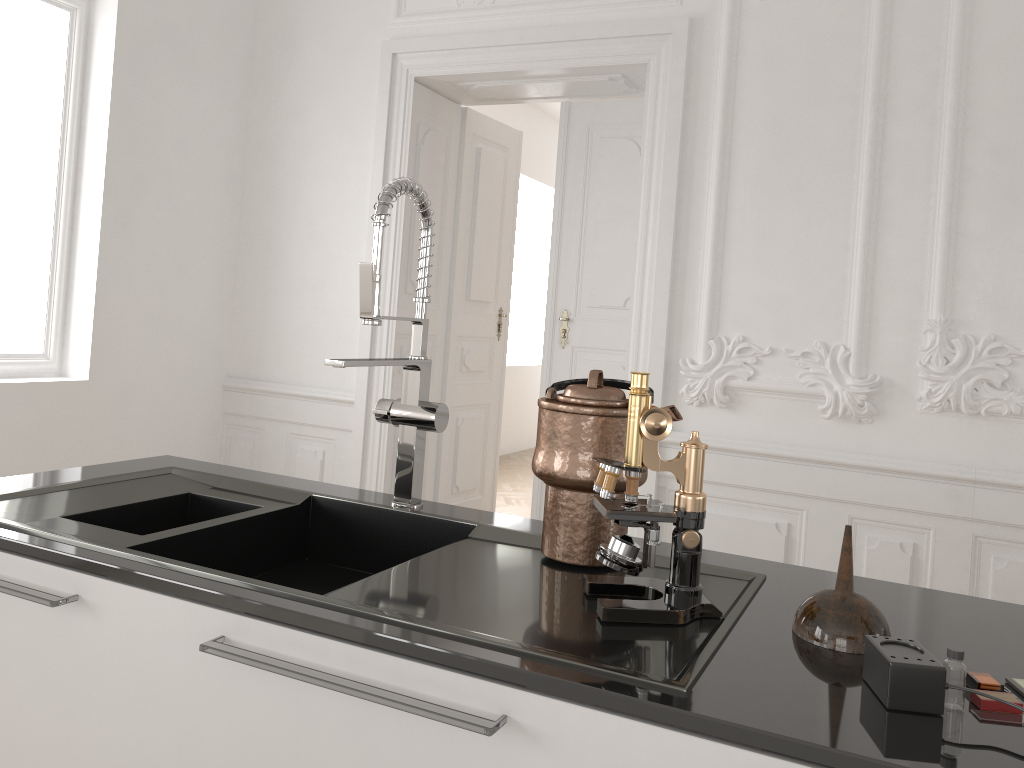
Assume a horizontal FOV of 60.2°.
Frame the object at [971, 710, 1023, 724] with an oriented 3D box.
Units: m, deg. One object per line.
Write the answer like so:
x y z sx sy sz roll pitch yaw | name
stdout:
0.473 0.318 0.843 0.060 0.001 0.020 5 4 5 | object

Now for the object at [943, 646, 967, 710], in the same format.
0.431 0.286 0.862 0.017 0.056 0.017 4 0 5 | object

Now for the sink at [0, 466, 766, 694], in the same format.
-0.263 0.299 1.310 1.168 0.140 0.485 6 4 25 | sink

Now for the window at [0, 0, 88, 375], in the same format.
-2.367 -0.887 3.306 0.071 1.740 1.723 4 1 25 | window

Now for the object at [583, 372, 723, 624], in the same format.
0.182 0.133 1.111 0.169 0.291 0.132 4 0 -5 | object

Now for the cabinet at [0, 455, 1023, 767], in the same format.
-0.238 0.757 0.176 2.468 0.881 2.705 6 4 25 | cabinet

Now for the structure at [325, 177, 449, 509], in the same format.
-0.221 -0.067 1.500 0.131 0.582 0.279 4 0 25 | structure

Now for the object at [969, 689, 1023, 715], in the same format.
0.475 0.312 0.869 0.039 0.011 0.026 5 3 5 | object

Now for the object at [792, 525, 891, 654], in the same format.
0.394 0.233 1.048 0.111 0.132 0.110 5 2 30 | object

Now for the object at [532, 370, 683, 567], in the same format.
0.126 0.119 1.331 0.186 0.280 0.208 4 1 -25 | object

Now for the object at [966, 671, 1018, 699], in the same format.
0.493 0.310 0.910 0.042 0.012 0.032 5 3 10 | object

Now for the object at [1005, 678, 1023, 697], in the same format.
0.591 0.323 0.888 0.141 0.004 0.094 5 4 5 | object

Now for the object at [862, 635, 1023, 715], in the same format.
0.535 0.302 0.824 0.376 0.045 0.124 5 4 14 | object
